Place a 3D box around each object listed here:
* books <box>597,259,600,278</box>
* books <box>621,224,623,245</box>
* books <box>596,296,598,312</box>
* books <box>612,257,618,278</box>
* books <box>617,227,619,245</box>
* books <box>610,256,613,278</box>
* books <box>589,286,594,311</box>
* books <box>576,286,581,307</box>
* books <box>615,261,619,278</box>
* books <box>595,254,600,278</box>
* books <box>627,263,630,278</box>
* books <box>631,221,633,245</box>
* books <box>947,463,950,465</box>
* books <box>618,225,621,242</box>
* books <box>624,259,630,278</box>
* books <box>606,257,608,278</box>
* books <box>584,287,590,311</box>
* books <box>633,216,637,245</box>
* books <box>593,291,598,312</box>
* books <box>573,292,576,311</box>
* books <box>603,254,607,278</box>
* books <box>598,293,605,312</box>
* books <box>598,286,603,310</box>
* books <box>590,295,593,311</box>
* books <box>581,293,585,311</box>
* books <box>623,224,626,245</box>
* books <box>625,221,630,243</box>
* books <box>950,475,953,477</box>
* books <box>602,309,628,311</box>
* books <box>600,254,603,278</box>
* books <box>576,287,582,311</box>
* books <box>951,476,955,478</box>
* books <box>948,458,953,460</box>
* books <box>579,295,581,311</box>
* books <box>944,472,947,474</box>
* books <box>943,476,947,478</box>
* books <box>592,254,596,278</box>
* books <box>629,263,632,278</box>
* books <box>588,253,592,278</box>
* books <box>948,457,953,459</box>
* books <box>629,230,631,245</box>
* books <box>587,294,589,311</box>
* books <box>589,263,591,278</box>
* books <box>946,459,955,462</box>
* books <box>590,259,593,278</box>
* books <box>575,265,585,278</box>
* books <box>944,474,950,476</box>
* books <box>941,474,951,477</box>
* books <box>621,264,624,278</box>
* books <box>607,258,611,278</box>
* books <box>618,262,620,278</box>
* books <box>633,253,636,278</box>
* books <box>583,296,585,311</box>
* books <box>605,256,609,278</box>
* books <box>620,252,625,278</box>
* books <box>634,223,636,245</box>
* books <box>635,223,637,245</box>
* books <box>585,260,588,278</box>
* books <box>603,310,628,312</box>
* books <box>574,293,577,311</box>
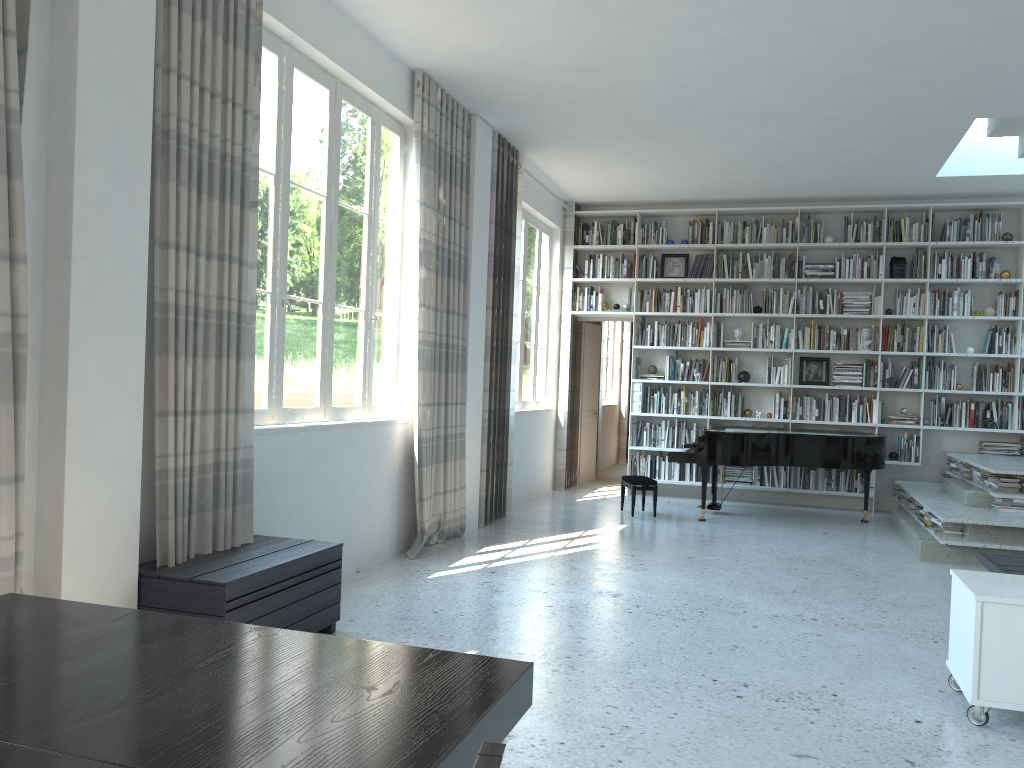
[{"bbox_3d":[0.995,-1.288,10.032,0.024,0.239,0.155,2,1,17],"label":"books"},{"bbox_3d":[1.247,-1.653,9.946,0.021,0.253,0.179,2,1,17],"label":"books"},{"bbox_3d":[0.981,-0.897,10.048,0.029,0.191,0.134,2,1,17],"label":"books"},{"bbox_3d":[1.160,-1.287,9.963,0.030,0.251,0.165,2,1,17],"label":"books"},{"bbox_3d":[1.203,-1.641,9.963,0.021,0.226,0.156,2,1,17],"label":"books"},{"bbox_3d":[1.134,-1.293,9.972,0.025,0.261,0.167,2,1,17],"label":"books"},{"bbox_3d":[0.899,-0.953,10.034,0.013,0.297,0.187,2,1,17],"label":"books"},{"bbox_3d":[0.757,-0.962,10.116,0.013,0.303,0.135,2,1,17],"label":"books"},{"bbox_3d":[1.192,-1.267,9.972,0.028,0.212,0.138,2,1,17],"label":"books"},{"bbox_3d":[0.971,-1.313,10.040,0.028,0.288,0.132,2,1,17],"label":"books"},{"bbox_3d":[1.318,-1.254,9.940,0.029,0.196,0.146,2,1,17],"label":"books"},{"bbox_3d":[1.356,-1.665,9.913,0.022,0.286,0.175,2,1,17],"label":"books"},{"bbox_3d":[4.486,0.813,8.899,0.179,0.012,0.261,2,0,17],"label":"books"},{"bbox_3d":[1.222,-1.649,9.944,0.025,0.244,0.167,2,1,17],"label":"books"},{"bbox_3d":[1.282,-1.272,9.921,0.029,0.229,0.191,2,1,17],"label":"books"},{"bbox_3d":[1.085,-1.289,9.988,0.012,0.249,0.192,2,1,17],"label":"books"},{"bbox_3d":[0.855,-0.947,10.071,0.022,0.281,0.156,2,1,17],"label":"books"},{"bbox_3d":[1.373,-1.690,9.903,0.014,0.337,0.168,2,1,17],"label":"books"},{"bbox_3d":[0.946,-0.921,10.016,0.021,0.237,0.188,2,1,17],"label":"books"},{"bbox_3d":[0.723,-0.925,10.102,0.013,0.228,0.179,2,1,17],"label":"books"},{"bbox_3d":[1.053,-1.312,10.007,0.037,0.292,0.155,2,1,17],"label":"books"},{"bbox_3d":[1.012,-0.906,10.003,0.029,0.211,0.187,2,1,17],"label":"books"},{"bbox_3d":[0.997,-0.950,10.022,0.013,0.299,0.179,2,1,17],"label":"books"},{"bbox_3d":[0.919,-0.900,10.043,0.024,0.193,0.181,2,1,17],"label":"books"},{"bbox_3d":[0.809,-0.918,10.076,0.010,0.220,0.181,2,1,17],"label":"books"},{"bbox_3d":[1.269,-1.655,9.936,0.027,0.259,0.147,2,1,17],"label":"books"},{"bbox_3d":[1.293,-1.670,9.941,0.013,0.292,0.154,2,1,17],"label":"books"},{"bbox_3d":[4.377,0.901,8.644,0.149,0.014,0.228,2,0,15],"label":"books"},{"bbox_3d":[1.173,-0.825,9.977,0.285,0.012,0.159,2,0,19],"label":"books"},{"bbox_3d":[1.019,-1.310,9.997,0.021,0.286,0.179,2,1,17],"label":"books"},{"bbox_3d":[0.767,-0.951,10.089,0.023,0.281,0.170,2,1,17],"label":"books"},{"bbox_3d":[4.374,0.912,8.644,0.144,0.009,0.249,2,0,21],"label":"books"},{"bbox_3d":[4.492,0.761,8.898,0.167,0.008,0.234,2,0,16],"label":"books"},{"bbox_3d":[0.792,-0.907,10.090,0.029,0.197,0.160,2,1,17],"label":"books"},{"bbox_3d":[4.456,0.899,8.945,0.174,0.009,0.240,2,0,19],"label":"books"},{"bbox_3d":[4.463,0.945,8.943,0.158,0.012,0.278,2,0,16],"label":"books"},{"bbox_3d":[0.940,-1.312,10.026,0.023,0.282,0.186,2,1,17],"label":"books"},{"bbox_3d":[1.339,-1.249,9.918,0.026,0.188,0.154,2,1,17],"label":"books"},{"bbox_3d":[0.885,-1.321,10.062,0.011,0.296,0.162,2,1,17],"label":"books"},{"bbox_3d":[4.492,0.751,8.897,0.159,0.011,0.246,2,0,14],"label":"books"},{"bbox_3d":[1.330,-1.615,9.922,0.028,0.185,0.167,2,1,17],"label":"books"},{"bbox_3d":[0.881,-0.913,10.081,0.023,0.214,0.140,2,1,17],"label":"books"},{"bbox_3d":[0.904,-1.268,10.069,0.024,0.192,0.138,2,1,17],"label":"books"},{"bbox_3d":[4.481,0.772,8.901,0.171,0.015,0.253,2,0,12],"label":"books"},{"bbox_3d":[0.919,-1.285,10.037,0.022,0.228,0.171,2,1,17],"label":"books"},{"bbox_3d":[0.789,-1.264,10.100,0.121,0.176,0.129,2,1,17],"label":"books"},{"bbox_3d":[4.459,0.922,8.944,0.159,0.009,0.210,2,0,21],"label":"books"},{"bbox_3d":[4.452,0.930,8.947,0.184,0.006,0.262,2,0,18],"label":"books"},{"bbox_3d":[1.259,-1.250,9.951,0.031,0.182,0.151,2,1,17],"label":"books"},{"bbox_3d":[1.101,-1.286,9.984,0.021,0.244,0.173,2,1,17],"label":"books"},{"bbox_3d":[1.222,-1.258,9.972,0.029,0.197,0.144,2,1,17],"label":"books"},{"bbox_3d":[1.374,-1.301,9.910,0.014,0.294,0.173,2,1,17],"label":"books"},{"bbox_3d":[0.834,-0.900,10.095,0.029,0.185,0.134,2,1,17],"label":"books"},{"bbox_3d":[1.074,-1.300,9.992,0.013,0.269,0.162,2,1,17],"label":"books"},{"bbox_3d":[1.236,-1.311,9.942,0.012,0.303,0.189,2,1,17],"label":"books"},{"bbox_3d":[1.391,-1.651,9.904,0.025,0.259,0.138,2,1,17],"label":"books"},{"bbox_3d":[1.404,-1.646,9.861,0.024,0.252,0.235,2,1,17],"label":"books"},{"bbox_3d":[0.861,-1.282,10.067,0.034,0.218,0.166,2,1,17],"label":"books"},{"bbox_3d":[1.172,-0.813,9.974,0.285,0.012,0.159,2,0,14],"label":"books"},{"bbox_3d":[0.736,-0.922,10.099,0.013,0.222,0.162,2,1,17],"label":"books"}]
